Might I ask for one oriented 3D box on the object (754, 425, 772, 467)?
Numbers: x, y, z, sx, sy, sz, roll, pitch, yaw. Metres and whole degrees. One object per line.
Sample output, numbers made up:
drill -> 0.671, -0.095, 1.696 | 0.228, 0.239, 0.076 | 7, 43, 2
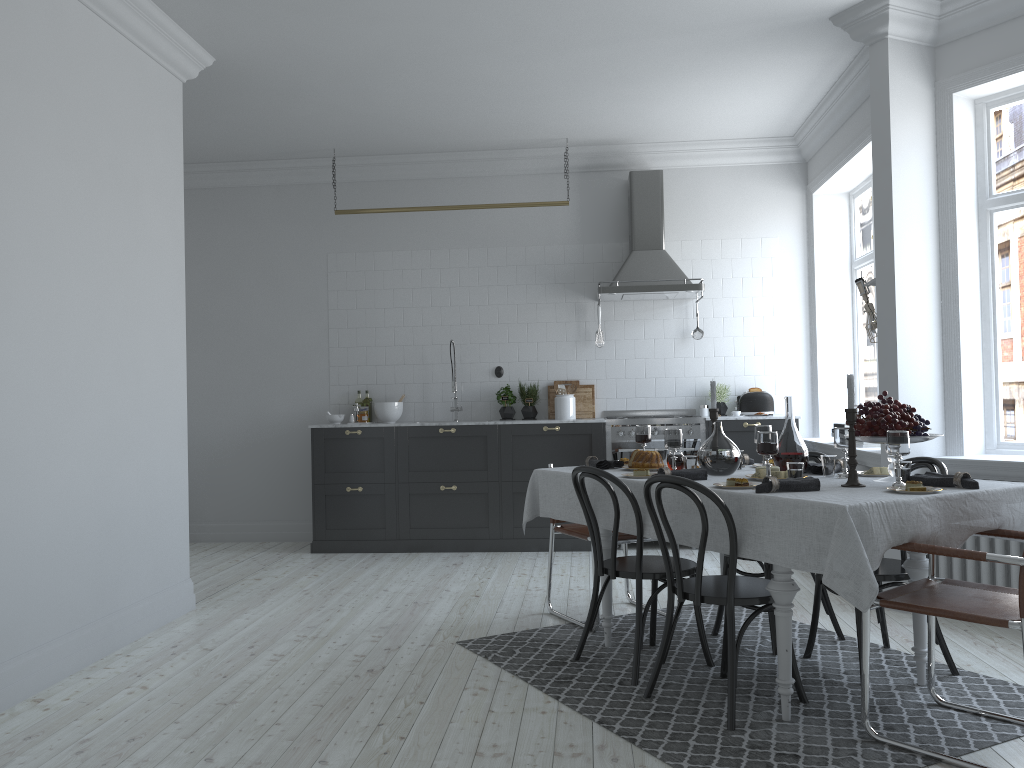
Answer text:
object -> 1.209, 0.306, 4.258 | 0.083, 0.215, 0.083 | -1, -1, 10

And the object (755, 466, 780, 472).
object -> 1.092, 0.379, 3.782 | 0.100, 0.056, 0.056 | -2, -1, 22

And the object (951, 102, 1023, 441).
object -> -9.147, -0.779, 3.710 | 72.085, 19.432, 33.873 | -1, -1, -30

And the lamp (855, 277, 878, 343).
lamp -> 2.147, -0.148, 5.172 | 0.131, 0.977, 0.312 | -1, -1, -21

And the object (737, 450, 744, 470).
object -> 1.089, 0.368, 4.293 | 0.066, 0.094, 0.066 | -1, -1, -7

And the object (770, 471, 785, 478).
object -> 1.096, 0.384, 3.698 | 0.077, 0.040, 0.040 | -2, -1, 24

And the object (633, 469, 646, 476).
object -> 0.576, 0.402, 4.004 | 0.057, 0.037, 0.021 | -1, -1, -5

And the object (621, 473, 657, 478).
object -> 0.588, 0.415, 4.012 | 0.182, 0.013, 0.182 | -2, -1, 20

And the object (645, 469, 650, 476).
object -> 0.596, 0.402, 4.030 | 0.057, 0.037, 0.021 | -2, -1, 23

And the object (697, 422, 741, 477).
object -> 0.930, 0.292, 3.992 | 0.194, 0.245, 0.194 | -1, -1, -12

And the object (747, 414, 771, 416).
object -> 1.982, 0.252, 7.107 | 0.209, 0.011, 0.209 | -2, -1, 43

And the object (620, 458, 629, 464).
object -> 0.600, 0.414, 4.734 | 0.038, 0.041, 0.057 | -2, -1, 38

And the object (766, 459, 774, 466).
object -> 1.264, 0.392, 4.364 | 0.057, 0.041, 0.038 | 0, -1, -43

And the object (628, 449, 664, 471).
object -> 0.660, 0.378, 4.403 | 0.191, 0.105, 0.164 | -2, -1, 24

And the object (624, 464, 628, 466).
object -> 0.627, 0.427, 4.722 | 0.182, 0.013, 0.182 | -1, -1, 5

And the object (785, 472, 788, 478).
object -> 1.146, 0.385, 3.729 | 0.040, 0.039, 0.077 | -1, -1, -25

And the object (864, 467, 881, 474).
object -> 1.556, 0.377, 3.838 | 0.039, 0.040, 0.078 | -1, -1, -21

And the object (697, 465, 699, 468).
object -> 0.830, 0.400, 4.153 | 0.031, 0.031, 0.167 | -2, -1, 40

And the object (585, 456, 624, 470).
object -> 0.428, 0.406, 4.561 | 0.247, 0.061, 0.165 | -2, -2, 44

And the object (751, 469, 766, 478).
object -> 1.037, 0.374, 3.719 | 0.039, 0.040, 0.078 | -1, -1, -21

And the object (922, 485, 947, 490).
object -> 1.550, 0.381, 3.284 | 0.031, 0.012, 0.131 | -1, -1, -33

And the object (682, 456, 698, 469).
object -> 0.796, 0.368, 3.959 | 0.066, 0.094, 0.066 | -1, -1, -7

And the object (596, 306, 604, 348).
object -> 0.740, -0.493, 7.507 | 0.074, 0.381, 0.076 | -1, -1, -15

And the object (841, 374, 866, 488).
object -> 1.306, 0.178, 3.408 | 0.089, 0.432, 0.089 | -2, -1, 27

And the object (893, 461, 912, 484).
object -> 1.491, 0.343, 3.385 | 0.066, 0.094, 0.066 | -1, -1, -7

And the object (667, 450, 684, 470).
object -> 0.789, 0.371, 4.265 | 0.091, 0.101, 0.091 | 0, -1, -40

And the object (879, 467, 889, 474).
object -> 1.594, 0.378, 3.857 | 0.040, 0.039, 0.077 | -1, -1, -25

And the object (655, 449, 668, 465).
object -> 0.767, 0.380, 4.553 | 0.066, 0.094, 0.066 | -1, -1, -7

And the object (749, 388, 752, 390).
object -> 2.029, 0.084, 7.412 | 0.107, 0.110, 0.010 | -1, -1, 9

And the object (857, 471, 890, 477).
object -> 1.576, 0.390, 3.841 | 0.182, 0.013, 0.182 | -1, -1, 5

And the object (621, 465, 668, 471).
object -> 0.670, 0.419, 4.409 | 0.251, 0.018, 0.251 | -1, -1, 5

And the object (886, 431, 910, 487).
object -> 1.446, 0.284, 3.318 | 0.083, 0.215, 0.083 | -1, -1, 10

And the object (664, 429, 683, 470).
object -> 0.737, 0.312, 4.038 | 0.083, 0.215, 0.083 | -1, -1, 10

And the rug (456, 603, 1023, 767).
rug -> 0.962, 1.239, 3.864 | 1.701, 0.021, 2.166 | -1, -1, -27

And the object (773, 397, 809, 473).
object -> 1.233, 0.231, 3.929 | 0.152, 0.352, 0.152 | 0, -1, -35

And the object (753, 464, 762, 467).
object -> 1.285, 0.407, 4.390 | 0.182, 0.013, 0.182 | -1, -1, 5

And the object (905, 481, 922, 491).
object -> 1.452, 0.368, 3.204 | 0.057, 0.037, 0.021 | -2, -1, 26

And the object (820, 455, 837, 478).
object -> 1.360, 0.353, 3.809 | 0.066, 0.094, 0.066 | -2, -1, 16

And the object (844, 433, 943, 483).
object -> 1.532, 0.298, 3.561 | 0.367, 0.188, 0.367 | 0, -2, -44

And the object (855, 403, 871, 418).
object -> 2.542, 0.214, 6.453 | 0.147, 0.148, 0.147 | -1, -1, -4

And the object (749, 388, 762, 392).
object -> 2.016, 0.087, 7.335 | 0.107, 0.110, 0.010 | -1, -1, 9

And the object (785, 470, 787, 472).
object -> 1.175, 0.382, 3.783 | 0.039, 0.040, 0.077 | -1, -1, -16

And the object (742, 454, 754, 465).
object -> 1.116, 0.391, 4.563 | 0.165, 0.061, 0.247 | -2, -2, 44

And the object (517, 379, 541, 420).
object -> 0.142, 0.122, 7.528 | 0.196, 0.367, 0.186 | 0, -1, -40

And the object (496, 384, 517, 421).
object -> -0.051, 0.154, 7.558 | 0.172, 0.311, 0.179 | -2, -1, 16

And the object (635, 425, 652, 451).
object -> 0.684, 0.324, 4.608 | 0.083, 0.215, 0.083 | -1, -1, 10

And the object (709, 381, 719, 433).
object -> 0.966, 0.201, 4.238 | 0.089, 0.432, 0.089 | -2, -1, 27

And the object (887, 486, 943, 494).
object -> 1.441, 0.381, 3.174 | 0.182, 0.013, 0.182 | -2, -1, 15

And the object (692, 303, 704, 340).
object -> 1.561, -0.536, 7.463 | 0.101, 0.331, 0.030 | -2, -1, 15

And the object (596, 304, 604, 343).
object -> 0.741, -0.516, 7.541 | 0.066, 0.332, 0.024 | -1, -1, 10

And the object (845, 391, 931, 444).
object -> 1.526, 0.133, 3.553 | 0.347, 0.215, 0.318 | -1, -1, -33

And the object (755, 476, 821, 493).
object -> 1.028, 0.369, 3.275 | 0.165, 0.061, 0.247 | -2, -2, 44

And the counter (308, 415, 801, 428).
counter -> 0.319, 0.308, 7.333 | 3.902, 0.020, 0.624 | -1, -1, 5

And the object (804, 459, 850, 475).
object -> 1.412, 0.375, 4.026 | 0.165, 0.061, 0.247 | -2, -2, 44

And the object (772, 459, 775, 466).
object -> 1.303, 0.394, 4.419 | 0.036, 0.039, 0.051 | -1, -1, -18

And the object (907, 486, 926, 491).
object -> 1.442, 0.376, 3.163 | 0.057, 0.021, 0.037 | -1, -1, 5

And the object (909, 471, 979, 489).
object -> 1.649, 0.357, 3.342 | 0.247, 0.061, 0.165 | -2, -2, 44

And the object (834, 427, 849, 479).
object -> 1.409, 0.293, 3.757 | 0.083, 0.215, 0.083 | -1, -1, 0
